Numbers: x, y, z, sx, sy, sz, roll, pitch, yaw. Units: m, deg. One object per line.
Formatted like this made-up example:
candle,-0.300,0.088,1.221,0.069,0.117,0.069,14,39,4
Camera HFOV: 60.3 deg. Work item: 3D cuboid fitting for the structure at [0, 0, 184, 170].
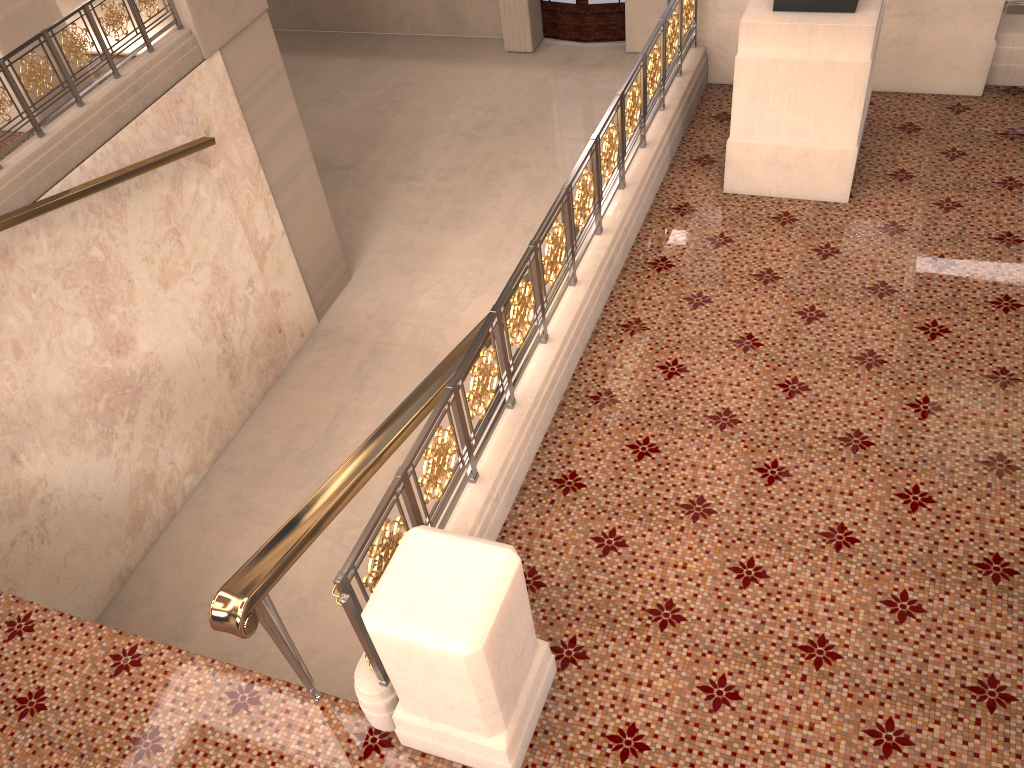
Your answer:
structure,-3.601,-1.471,5.617,0.079,0.569,4.697,12,50,20

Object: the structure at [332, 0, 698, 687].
structure,0.334,-0.815,4.285,0.079,0.569,4.694,11,50,19

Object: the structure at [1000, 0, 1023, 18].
structure,4.198,-2.356,4.903,2.518,0.693,0.030,9,48,18

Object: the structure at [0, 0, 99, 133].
structure,-3.990,-3.251,6.099,0.695,2.949,0.666,11,49,19

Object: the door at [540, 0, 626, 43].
door,0.962,-6.261,12.473,1.482,2.881,0.147,10,48,18

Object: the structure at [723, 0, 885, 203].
structure,1.522,-2.331,4.233,0.695,2.949,0.666,11,49,19
